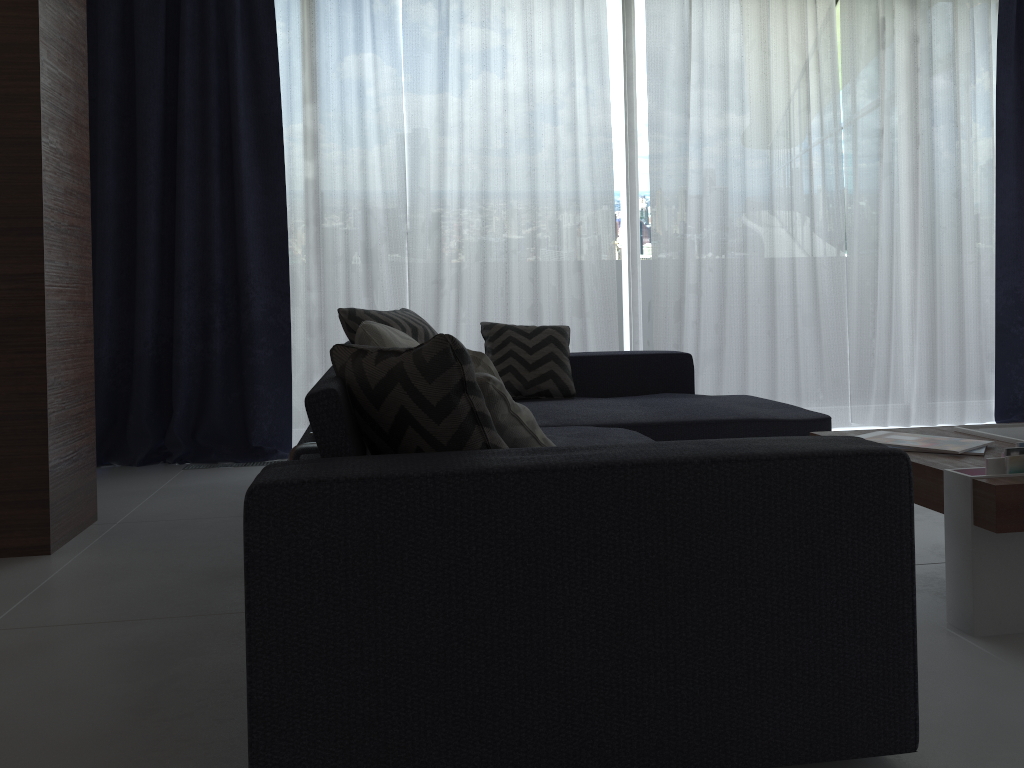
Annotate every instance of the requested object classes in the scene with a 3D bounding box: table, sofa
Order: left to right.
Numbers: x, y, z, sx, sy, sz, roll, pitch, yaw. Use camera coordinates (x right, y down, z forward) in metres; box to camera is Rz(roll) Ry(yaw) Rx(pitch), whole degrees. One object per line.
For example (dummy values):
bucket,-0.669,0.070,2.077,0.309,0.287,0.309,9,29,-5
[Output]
sofa,0.359,0.177,2.772,1.899,0.607,2.882,-2,5,-8
table,1.337,0.325,2.278,0.805,0.352,0.803,-2,4,-8

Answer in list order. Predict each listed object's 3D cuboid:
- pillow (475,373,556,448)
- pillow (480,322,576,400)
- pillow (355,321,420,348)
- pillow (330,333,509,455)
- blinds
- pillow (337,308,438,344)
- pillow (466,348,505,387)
pillow,-0.081,0.109,1.832,0.416,0.294,0.331,2,4,44
pillow,0.072,-0.108,3.930,0.415,0.344,0.287,-1,2,-4
pillow,-0.312,-0.006,2.775,0.343,0.387,0.496,-2,3,-8
pillow,-0.147,0.096,1.596,0.222,0.385,0.415,-2,3,-38
blinds,1.005,-0.858,2.087,7.135,2.768,5.818,-2,4,-5
pillow,-0.448,-0.065,3.694,0.355,0.517,0.600,-1,3,22
pillow,-0.150,0.079,2.109,0.418,0.351,0.281,1,3,35
